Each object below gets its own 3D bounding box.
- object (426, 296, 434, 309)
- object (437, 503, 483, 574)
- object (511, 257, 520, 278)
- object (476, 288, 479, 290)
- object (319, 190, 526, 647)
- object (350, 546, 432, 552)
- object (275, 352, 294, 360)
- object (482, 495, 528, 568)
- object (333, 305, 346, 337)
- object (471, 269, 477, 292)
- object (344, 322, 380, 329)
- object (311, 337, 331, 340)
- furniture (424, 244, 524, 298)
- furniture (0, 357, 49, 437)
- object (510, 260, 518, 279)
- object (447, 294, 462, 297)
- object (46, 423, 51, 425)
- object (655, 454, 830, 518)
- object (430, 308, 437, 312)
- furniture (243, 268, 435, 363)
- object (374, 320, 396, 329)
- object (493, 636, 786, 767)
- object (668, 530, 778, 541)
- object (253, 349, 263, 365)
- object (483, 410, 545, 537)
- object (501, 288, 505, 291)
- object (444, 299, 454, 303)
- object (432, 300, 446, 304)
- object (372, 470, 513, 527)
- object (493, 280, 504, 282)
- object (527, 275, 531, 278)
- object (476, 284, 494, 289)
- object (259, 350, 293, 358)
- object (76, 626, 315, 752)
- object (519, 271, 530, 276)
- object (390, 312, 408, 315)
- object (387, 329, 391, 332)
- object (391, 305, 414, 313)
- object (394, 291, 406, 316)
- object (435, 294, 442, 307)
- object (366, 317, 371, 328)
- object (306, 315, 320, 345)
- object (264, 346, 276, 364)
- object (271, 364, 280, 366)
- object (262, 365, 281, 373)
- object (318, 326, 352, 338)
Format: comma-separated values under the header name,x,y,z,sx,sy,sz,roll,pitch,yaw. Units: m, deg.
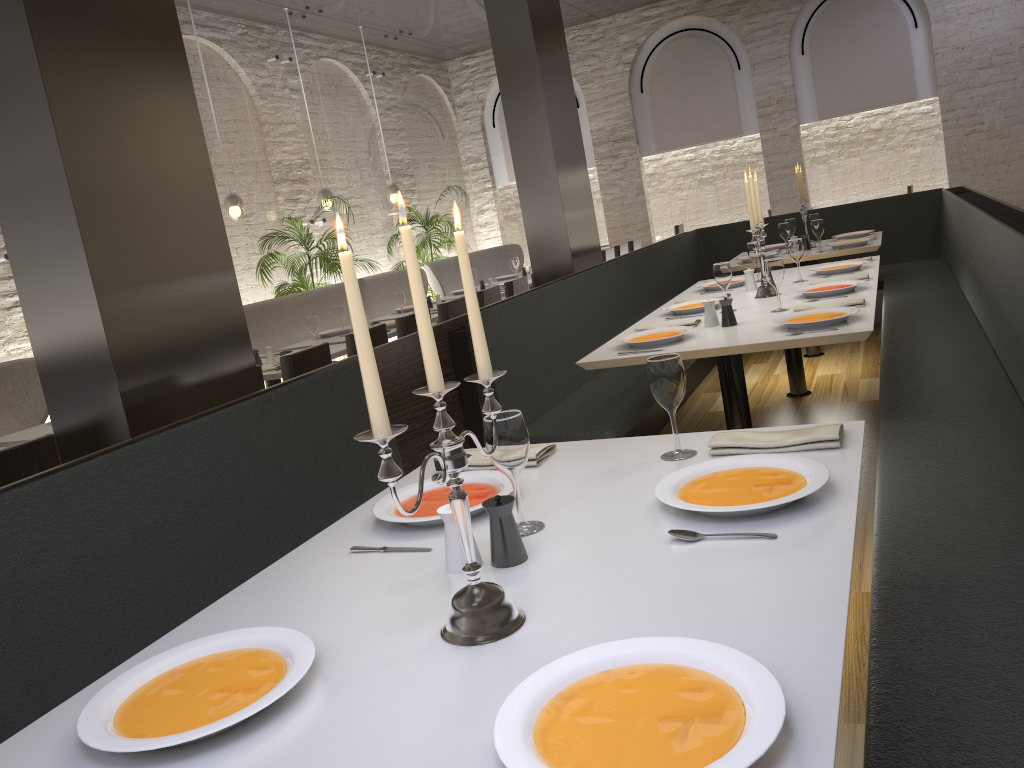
name,x,y,z,sx,sy,sz,roll,pitch,yaw
object,-0.721,-0.713,7.707,0.059,0.109,0.060,-8,9,16
object,-0.094,0.269,1.571,0.068,0.126,0.069,-8,9,18
object,0.049,-1.259,9.612,0.086,0.229,0.086,-16,10,-35
object,-0.414,-0.962,9.045,0.181,0.015,0.038,-6,11,26
object,-0.102,0.044,1.286,0.131,0.653,0.393,-5,10,35
object,-0.236,0.321,1.729,0.185,0.010,0.017,-6,10,24
object,-1.319,-0.175,5.546,0.321,0.036,0.324,-9,10,7
object,-0.015,0.256,1.561,0.068,0.126,0.069,-8,9,18
object,-1.258,-0.466,6.540,0.086,0.229,0.087,-14,9,-23
object,-0.372,-1.003,8.622,0.086,0.229,0.086,-16,10,-35
object,-1.210,-0.470,7.118,0.272,0.033,0.144,-6,11,24
object,-1.431,-0.342,6.654,0.185,0.010,0.017,-6,10,24
furniture,-0.182,-1.084,10.741,0.706,1.091,2.605,-7,10,24
furniture,-3.376,0.853,3.235,0.707,1.091,4.510,-7,11,24
object,0.033,-1.133,8.927,0.086,0.229,0.086,-16,10,-35
object,-0.552,-0.875,8.720,0.185,0.010,0.017,-6,10,24
object,-2.325,0.199,4.555,0.185,0.010,0.017,-6,10,24
object,0.432,0.198,1.669,0.321,0.036,0.324,-1,14,44
object,-0.561,-0.627,7.328,0.272,0.033,0.144,-6,11,24
furniture,-1.594,-0.228,7.423,0.707,1.091,4.510,-7,11,24
object,-0.873,-0.445,6.594,0.321,0.036,0.323,-10,10,3
object,0.140,0.375,0.983,0.321,0.036,0.324,-10,10,0
object,0.351,0.253,1.487,0.181,0.015,0.038,-6,11,26
object,-1.617,-0.170,5.601,0.059,0.109,0.060,-8,9,16
object,0.002,0.170,1.699,0.086,0.229,0.087,-5,10,36
object,-0.132,-0.888,8.337,0.272,0.033,0.144,-6,11,24
object,-0.423,-0.718,7.651,0.321,0.036,0.323,-10,10,3
object,-0.760,-0.742,8.175,0.272,0.033,0.144,-6,11,24
object,-0.142,0.257,1.931,0.321,0.036,0.324,-1,14,44
object,-0.128,-1.132,9.715,0.185,0.010,0.017,-6,10,24
object,0.292,-1.145,9.333,0.272,0.033,0.144,-6,11,24
object,-0.331,-1.003,9.184,0.272,0.033,0.144,-6,11,24
object,-1.656,-0.199,6.070,0.272,0.033,0.144,-6,11,24
object,-0.434,0.434,1.245,0.321,0.036,0.324,-10,10,0
object,0.093,-1.260,10.180,0.272,0.033,0.144,-6,11,24
object,-0.982,-0.615,7.710,0.185,0.010,0.017,-6,10,24
object,-1.011,-0.354,6.271,0.272,0.033,0.144,-6,11,24
object,-0.909,-0.668,7.873,0.321,0.036,0.323,-10,10,3
object,-0.853,-0.595,6.845,0.086,0.229,0.087,-14,9,-23
object,-0.640,-0.730,7.719,0.059,0.109,0.060,-8,9,16
object,-1.090,-0.458,6.662,0.059,0.109,0.060,-8,9,16
object,-1.290,-0.331,5.820,0.086,0.229,0.087,-6,9,30
object,-1.536,-0.187,5.614,0.059,0.109,0.060,-8,9,16
object,-1.392,-0.124,5.384,0.181,0.015,0.038,-6,11,26
object,-1.457,-0.084,5.223,0.272,0.033,0.144,-6,11,24
object,-1.359,-0.395,6.816,0.321,0.036,0.323,-10,10,3
